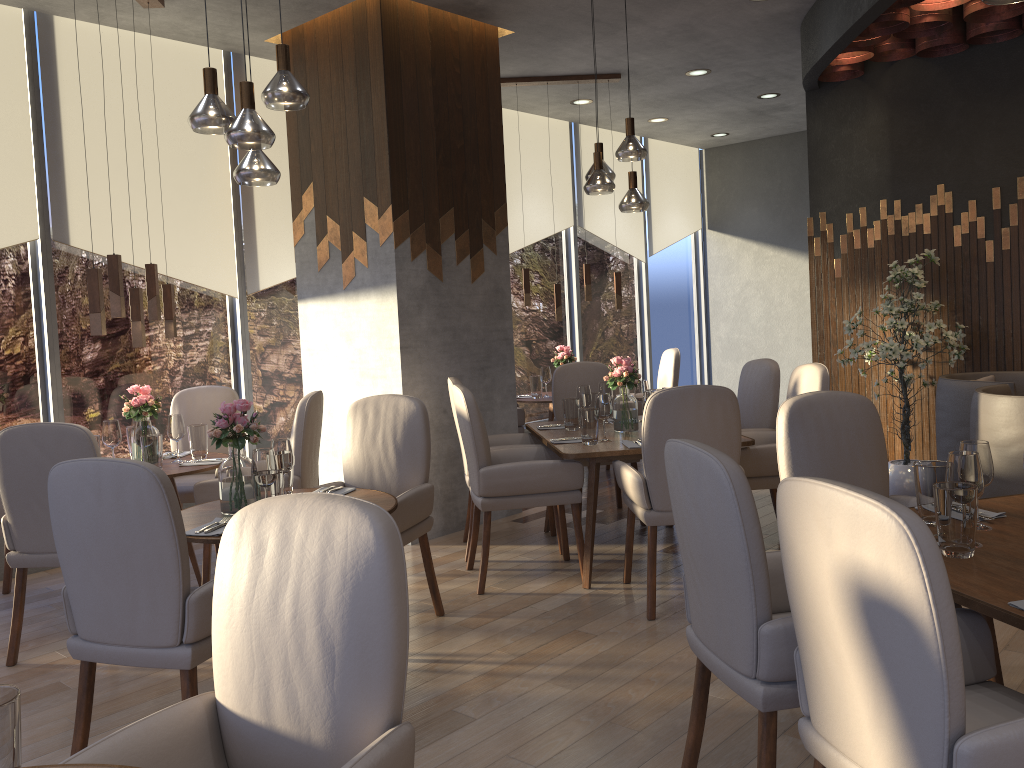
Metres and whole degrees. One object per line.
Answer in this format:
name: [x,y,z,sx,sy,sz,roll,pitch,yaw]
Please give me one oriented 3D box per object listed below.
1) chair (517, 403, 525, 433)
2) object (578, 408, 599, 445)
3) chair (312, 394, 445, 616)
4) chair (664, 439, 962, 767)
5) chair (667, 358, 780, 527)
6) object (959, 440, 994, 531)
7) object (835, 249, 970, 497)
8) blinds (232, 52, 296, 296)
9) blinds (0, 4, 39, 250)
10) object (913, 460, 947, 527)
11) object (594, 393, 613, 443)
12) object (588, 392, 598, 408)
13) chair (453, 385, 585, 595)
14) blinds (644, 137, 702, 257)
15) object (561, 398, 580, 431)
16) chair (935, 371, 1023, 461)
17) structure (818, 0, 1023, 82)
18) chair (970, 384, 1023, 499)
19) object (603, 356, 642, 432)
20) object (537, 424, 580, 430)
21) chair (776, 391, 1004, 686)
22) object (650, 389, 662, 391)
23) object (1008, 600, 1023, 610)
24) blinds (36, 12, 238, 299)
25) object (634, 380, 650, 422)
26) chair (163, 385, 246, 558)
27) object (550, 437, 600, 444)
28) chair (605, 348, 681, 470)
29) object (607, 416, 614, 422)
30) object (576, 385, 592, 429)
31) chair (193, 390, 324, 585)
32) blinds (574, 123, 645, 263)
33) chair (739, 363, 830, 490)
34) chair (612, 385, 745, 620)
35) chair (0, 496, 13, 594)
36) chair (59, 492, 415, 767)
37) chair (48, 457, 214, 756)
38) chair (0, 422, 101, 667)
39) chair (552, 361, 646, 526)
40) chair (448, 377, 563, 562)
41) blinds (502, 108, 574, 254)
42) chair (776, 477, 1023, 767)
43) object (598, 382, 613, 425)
chair: [-0.208,0.294,7.124,0.600,0.999,0.529,-3,3,-5]
object: [0.387,0.213,4.427,0.102,0.178,0.102,-3,3,1]
chair: [-0.629,0.570,3.804,0.528,0.999,0.601,-2,3,19]
chair: [0.732,0.619,2.258,0.600,0.999,0.529,-4,3,-12]
chair: [1.253,0.365,5.213,0.600,0.999,0.529,-4,3,-12]
object: [1.298,0.283,2.480,0.092,0.244,0.092,-3,3,8]
object: [2.480,-0.044,5.671,0.747,1.614,0.788,-5,4,-42]
blinds: [-1.492,-1.992,6.462,0.007,2.677,1.175,-1,4,42]
blinds: [-3.157,-1.754,4.613,0.007,2.677,1.175,-1,4,42]
object: [1.211,0.315,2.545,0.102,0.178,0.102,-3,3,-1]
object: [0.466,0.171,4.499,0.092,0.244,0.092,0,4,42]
object: [0.474,0.143,5.287,0.102,0.178,0.102,-4,3,-12]
chair: [0.027,0.484,4.493,0.600,0.999,0.529,-3,3,-10]
blinds: [1.834,-2.786,10.160,0.007,2.677,1.175,-1,4,42]
object: [0.334,0.172,4.997,0.102,0.178,0.102,-3,3,1]
chair: [2.811,0.368,5.175,0.775,0.836,0.595,-6,4,-38]
structure: [3.655,-2.059,1.698,2.756,0.556,9.464,-4,5,-18]
chair: [2.572,0.449,4.277,0.596,0.836,0.775,-5,4,-28]
object: [0.617,0.052,4.873,0.210,0.415,0.198,-2,3,20]
object: [0.273,0.243,5.154,0.255,0.019,0.158,-3,4,-5]
chair: [1.221,0.540,2.953,0.528,0.999,0.600,-4,3,-17]
object: [0.853,0.123,5.295,0.102,0.178,0.102,-2,3,22]
object: [1.181,0.452,1.826,0.255,0.019,0.157,-4,5,-15]
blinds: [-2.324,-1.860,5.538,0.007,2.677,1.175,-1,4,42]
object: [0.769,0.100,5.222,0.092,0.244,0.092,-1,3,38]
chair: [-1.835,0.529,5.145,0.528,0.999,0.601,-3,3,-1]
object: [0.326,0.284,4.583,0.255,0.019,0.158,-3,4,-5]
chair: [1.072,0.221,7.212,0.600,0.999,0.529,-3,3,-5]
object: [0.629,0.209,5.362,0.157,0.019,0.255,-4,4,-8]
object: [0.413,0.130,5.069,0.092,0.244,0.092,-2,3,20]
chair: [-1.243,0.548,4.510,0.600,0.999,0.529,-3,3,-1]
blinds: [1.004,-2.605,9.237,0.007,2.677,1.175,-1,4,42]
chair: [1.341,0.404,4.651,0.600,0.999,0.529,-3,3,-4]
chair: [0.764,0.481,4.032,0.528,0.999,0.600,-3,3,-5]
chair: [-2.437,0.612,4.468,0.600,0.999,0.529,-3,3,-5]
chair: [-0.467,0.738,1.503,0.528,0.999,0.601,-2,3,23]
chair: [-1.023,0.674,2.714,0.528,0.999,0.601,-2,3,18]
chair: [-1.860,0.630,3.855,0.528,0.999,0.601,-3,3,2]
chair: [0.531,0.367,5.669,0.528,0.999,0.600,-3,3,-10]
chair: [-0.040,0.444,5.055,0.600,0.999,0.529,-3,3,-5]
blinds: [0.171,-2.491,8.312,0.007,2.677,1.175,-1,4,42]
chair: [0.868,0.654,1.709,0.600,0.999,0.529,-4,3,-17]
object: [0.550,0.112,5.208,0.092,0.244,0.092,-4,3,-28]
